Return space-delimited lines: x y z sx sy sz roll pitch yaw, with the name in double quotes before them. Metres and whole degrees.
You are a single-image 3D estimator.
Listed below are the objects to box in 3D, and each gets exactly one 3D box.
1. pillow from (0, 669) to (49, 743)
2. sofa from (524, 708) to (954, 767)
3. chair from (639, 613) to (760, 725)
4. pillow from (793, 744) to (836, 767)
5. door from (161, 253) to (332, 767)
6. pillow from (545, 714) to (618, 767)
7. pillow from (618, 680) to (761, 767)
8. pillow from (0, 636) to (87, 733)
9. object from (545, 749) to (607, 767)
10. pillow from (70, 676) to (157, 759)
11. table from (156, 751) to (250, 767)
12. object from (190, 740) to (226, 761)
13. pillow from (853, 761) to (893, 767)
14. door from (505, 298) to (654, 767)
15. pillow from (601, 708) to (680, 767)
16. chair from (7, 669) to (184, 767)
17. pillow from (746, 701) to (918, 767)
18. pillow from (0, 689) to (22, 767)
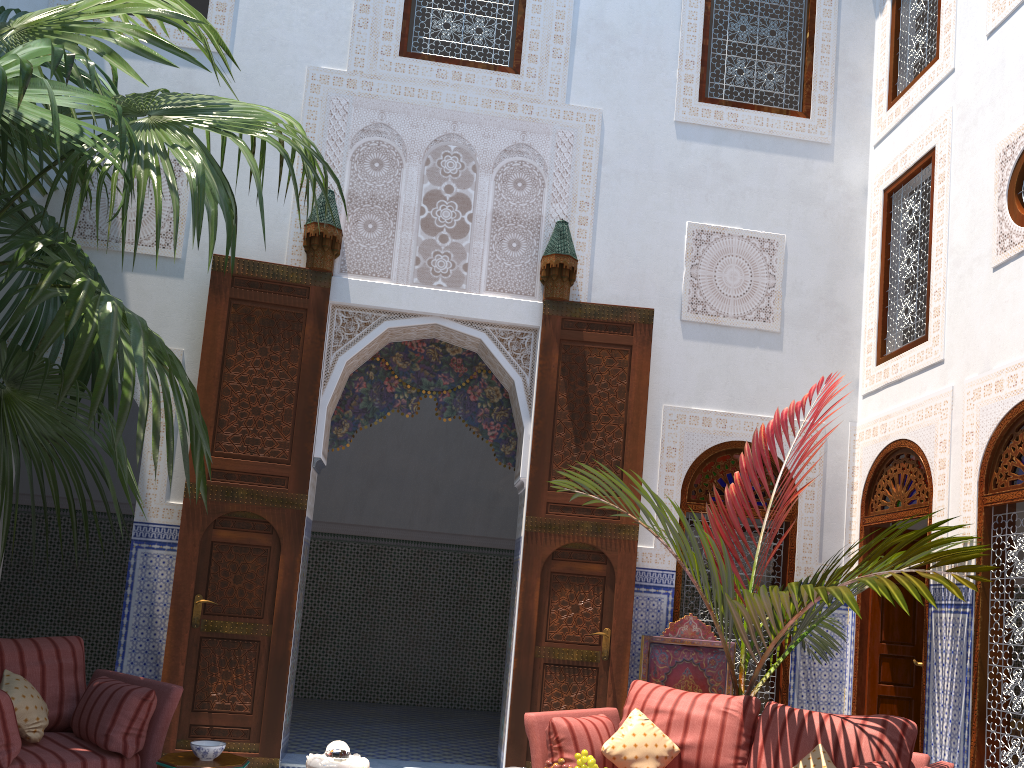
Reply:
"pillow" -1.681 1.109 3.015 0.168 0.229 0.264 10 -12 -28
"sofa" 0.767 1.517 3.103 1.366 0.531 0.748 -6 -16 38
"chair" 0.891 1.634 4.172 0.485 1.062 0.512 6 -7 -6
"pillow" 0.982 1.310 2.885 0.146 0.231 0.272 5 -11 -4
"door" -1.288 0.631 4.241 0.585 2.474 0.125 6 -6 -11
"pillow" 0.271 1.374 3.279 0.188 0.248 0.388 -3 -14 39
"pillow" 0.667 1.378 3.410 0.583 0.384 0.297 -5 -13 38
"pillow" -1.838 1.111 3.208 0.302 0.372 0.594 -2 -14 38
"object" 0.188 1.282 2.796 0.219 0.235 0.310 9 -12 -25
"pillow" -1.443 1.197 3.167 0.397 0.238 0.191 -5 -13 39
"table" -1.078 1.454 3.014 0.289 0.318 0.295 6 -10 -6
"object" -1.049 1.265 3.017 0.118 0.056 0.121 -3 -15 31
"pillow" 1.057 1.278 2.663 0.188 0.238 0.404 -3 -14 39
"door" 0.341 0.815 4.422 0.583 2.474 0.125 5 -6 -1
"pillow" 0.477 1.344 3.237 0.303 0.269 0.136 6 -8 -5
"chair" -1.743 1.302 3.093 0.728 0.532 0.830 -4 -15 38
"pillow" 1.111 1.325 3.065 0.562 0.368 0.326 -5 -13 39
"pillow" -1.718 1.086 2.812 0.381 0.248 0.191 -5 -13 40
